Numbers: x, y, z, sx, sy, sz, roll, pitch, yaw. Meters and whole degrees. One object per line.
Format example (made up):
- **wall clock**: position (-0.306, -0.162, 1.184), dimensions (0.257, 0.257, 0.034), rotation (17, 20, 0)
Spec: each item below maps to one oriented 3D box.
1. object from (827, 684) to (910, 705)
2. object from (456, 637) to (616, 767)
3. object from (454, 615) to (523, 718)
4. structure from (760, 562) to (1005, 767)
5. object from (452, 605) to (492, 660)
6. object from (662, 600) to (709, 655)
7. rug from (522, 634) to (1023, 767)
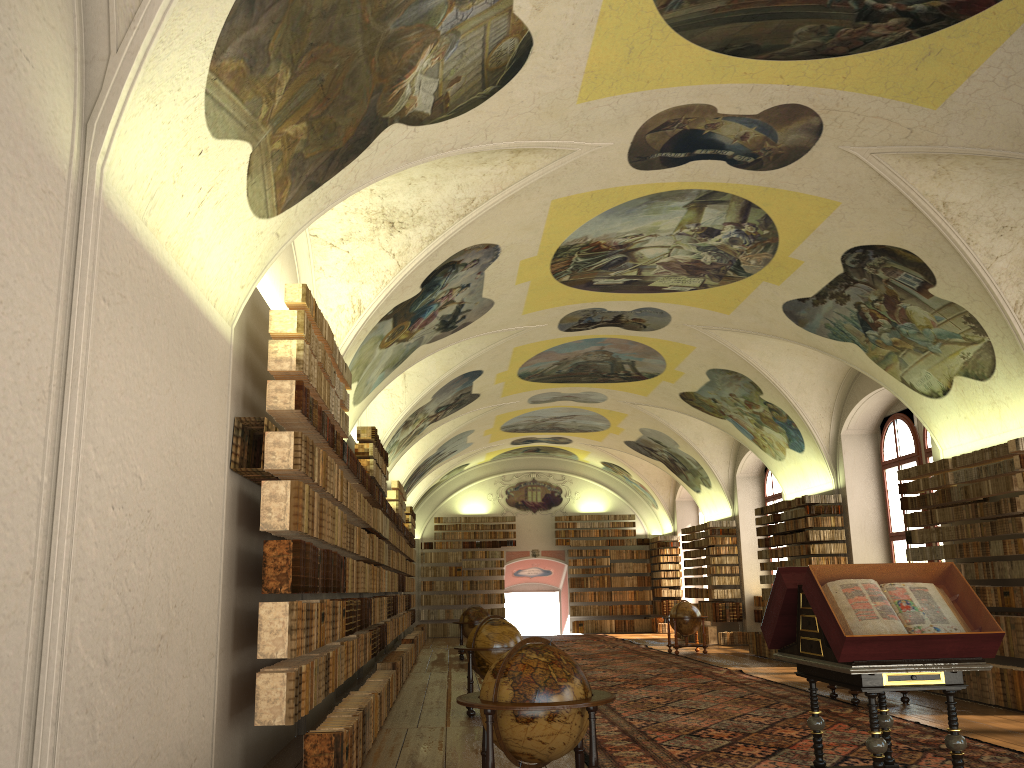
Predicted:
- **object**: position (5.576, 4.267, 14.042), dimensions (1.281, 1.443, 1.282), rotation (10, -16, -40)
- **object**: position (0.197, 2.769, 7.091), dimensions (1.281, 1.443, 1.282), rotation (10, -16, -40)
- **object**: position (-0.253, 4.296, 13.632), dimensions (1.280, 1.443, 1.282), rotation (-9, -15, 32)
- **structure**: position (3.067, 2.536, 7.510), dimensions (1.245, 1.973, 1.899), rotation (0, -13, -4)
- **object**: position (-0.994, 6.789, 24.311), dimensions (1.281, 1.443, 1.282), rotation (-11, -16, 37)
- **object**: position (4.842, 6.757, 24.710), dimensions (1.281, 1.443, 1.282), rotation (-11, -16, 37)
- **rug**: position (2.567, 5.724, 17.067), dimensions (4.704, 0.064, 37.060), rotation (0, -13, -4)
